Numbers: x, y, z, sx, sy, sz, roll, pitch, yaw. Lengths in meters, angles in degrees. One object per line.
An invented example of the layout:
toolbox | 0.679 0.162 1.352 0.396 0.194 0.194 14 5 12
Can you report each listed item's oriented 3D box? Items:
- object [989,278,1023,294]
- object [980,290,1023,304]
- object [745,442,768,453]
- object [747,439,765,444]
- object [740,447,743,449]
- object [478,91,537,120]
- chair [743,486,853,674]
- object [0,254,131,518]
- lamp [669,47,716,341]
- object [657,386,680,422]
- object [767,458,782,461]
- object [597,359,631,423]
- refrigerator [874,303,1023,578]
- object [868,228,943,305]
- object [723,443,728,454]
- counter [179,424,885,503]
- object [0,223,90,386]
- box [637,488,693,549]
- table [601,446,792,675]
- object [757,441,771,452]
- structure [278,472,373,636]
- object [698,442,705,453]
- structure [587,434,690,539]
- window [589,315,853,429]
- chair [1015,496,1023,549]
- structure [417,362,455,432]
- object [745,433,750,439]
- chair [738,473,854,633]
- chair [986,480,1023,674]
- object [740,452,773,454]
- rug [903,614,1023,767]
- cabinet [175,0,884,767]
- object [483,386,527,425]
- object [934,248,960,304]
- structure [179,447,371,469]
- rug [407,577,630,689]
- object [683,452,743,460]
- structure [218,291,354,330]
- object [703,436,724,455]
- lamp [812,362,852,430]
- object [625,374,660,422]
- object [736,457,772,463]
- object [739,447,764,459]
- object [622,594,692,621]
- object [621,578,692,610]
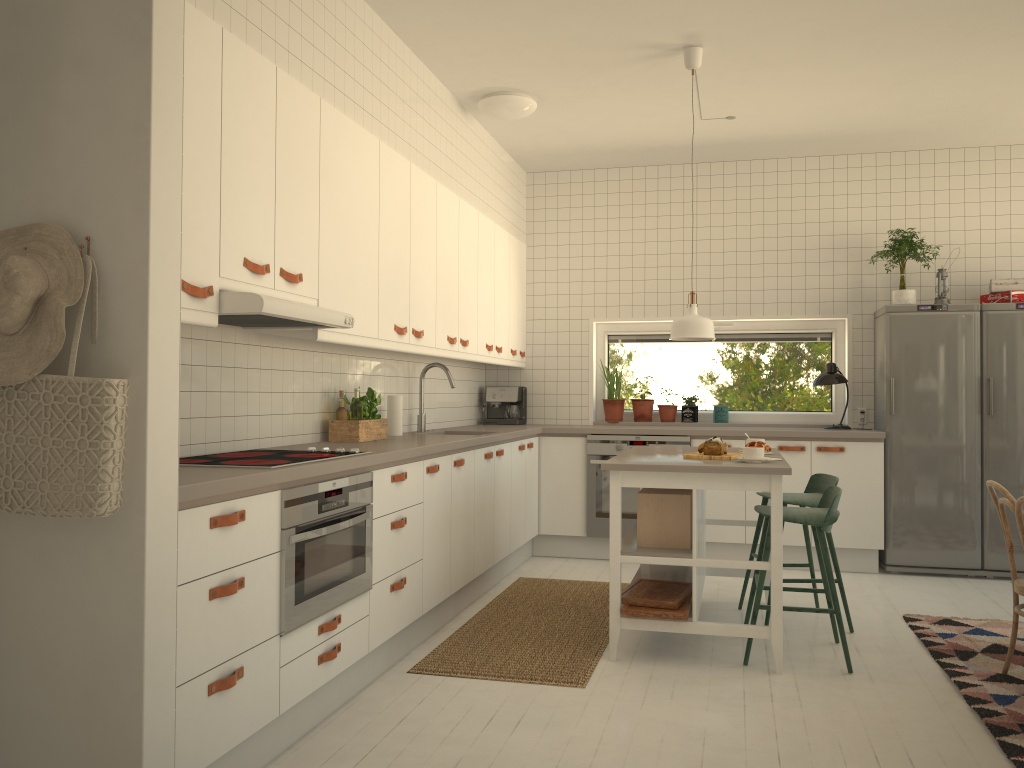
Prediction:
object | 3.320 -0.638 5.839 0.312 0.082 0.308 0 -1 27
object | 3.321 -0.555 5.834 0.309 0.082 0.312 0 -1 -6
object | 1.247 0.326 4.560 0.070 0.060 0.131 1 -1 -38
object | 1.303 0.324 4.742 0.094 0.060 0.098 0 -1 11
object | 1.302 0.351 4.739 0.160 0.020 0.160 0 -1 10
object | -0.028 -1.627 5.234 0.351 0.101 0.351 1 -1 -34
chair | 1.266 0.838 3.991 0.446 0.752 0.485 0 -1 14
object | -1.094 0.002 2.067 0.439 0.613 0.093 0 -1 14
lamp | 0.903 -0.968 4.432 0.229 1.491 0.229 0 -1 15
object | 1.189 0.157 6.701 0.194 0.277 0.176 1 -1 -19
object | 1.166 0.349 4.115 0.167 0.005 0.167 0 -1 10
object | 0.793 0.045 6.812 0.300 0.499 0.333 0 -1 -3
refrigerator | 3.057 0.375 5.888 1.146 1.778 0.559 0 -1 14
object | 2.629 -0.789 5.924 0.474 0.545 0.468 0 -1 28
object | 0.990 0.305 4.246 0.083 0.057 0.072 0 -1 20
counter | 0.577 0.365 4.293 2.856 0.163 4.844 0 -1 14
object | -1.148 -0.187 2.047 0.335 0.385 0.136 0 -1 14
box | 0.722 0.614 4.128 0.237 0.242 0.357 0 -1 15
table | 0.942 0.787 4.441 0.794 0.864 1.423 0 -1 14
object | 1.297 0.326 4.582 0.060 0.059 0.074 1 -1 -16
structure | -0.930 0.554 3.139 0.704 0.447 0.682 0 -1 14
object | 0.934 0.301 4.263 0.079 0.067 0.074 0 -1 17
structure | 0.945 0.717 6.420 0.705 0.710 0.704 0 -1 14
window | 1.545 -0.089 6.699 1.898 0.816 0.293 0 -1 14
chair | 1.988 0.785 3.008 0.483 0.811 0.385 0 -1 -3
structure | -0.457 0.081 5.334 0.236 0.421 0.063 0 -1 21
object | 1.288 0.308 4.760 0.028 0.086 0.102 1 -1 -35
chair | 1.452 0.846 4.581 0.446 0.752 0.485 0 -1 -1
chair | 2.145 0.792 3.494 0.483 0.811 0.385 0 -1 17
object | 1.261 0.355 4.565 0.167 0.005 0.167 0 -1 10
rug | 2.547 1.198 3.062 1.748 0.035 3.025 0 -1 14
cabinet | 0.577 -0.033 4.301 2.853 2.160 4.844 0 -1 14
object | -0.074 0.164 6.771 0.316 0.292 0.279 0 -1 15
object | 2.871 -0.707 5.867 0.163 0.383 0.154 0 -1 37
structure | -0.881 0.269 3.125 0.504 0.057 0.763 0 -1 14
rug | 0.170 1.215 4.568 0.750 0.004 2.000 0 -1 14
object | 0.969 0.343 4.237 0.237 0.019 0.306 0 -1 31
structure | -0.920 -0.255 3.158 0.482 0.073 0.681 0 -1 14
object | 0.949 0.291 4.173 0.086 0.087 0.090 0 -1 22
lamp | 2.233 0.082 6.204 0.239 0.465 0.262 -1 -1 43
object | 0.999 0.107 6.774 0.258 0.370 0.234 0 -1 26
object | 1.080 0.340 3.967 0.160 0.020 0.160 1 -1 -20
object | 1.078 0.312 3.967 0.098 0.064 0.094 1 -1 -28
object | 0.662 0.989 3.996 0.280 0.030 0.430 0 -1 14
object | 0.664 0.960 4.074 0.280 0.030 0.430 0 -1 23
